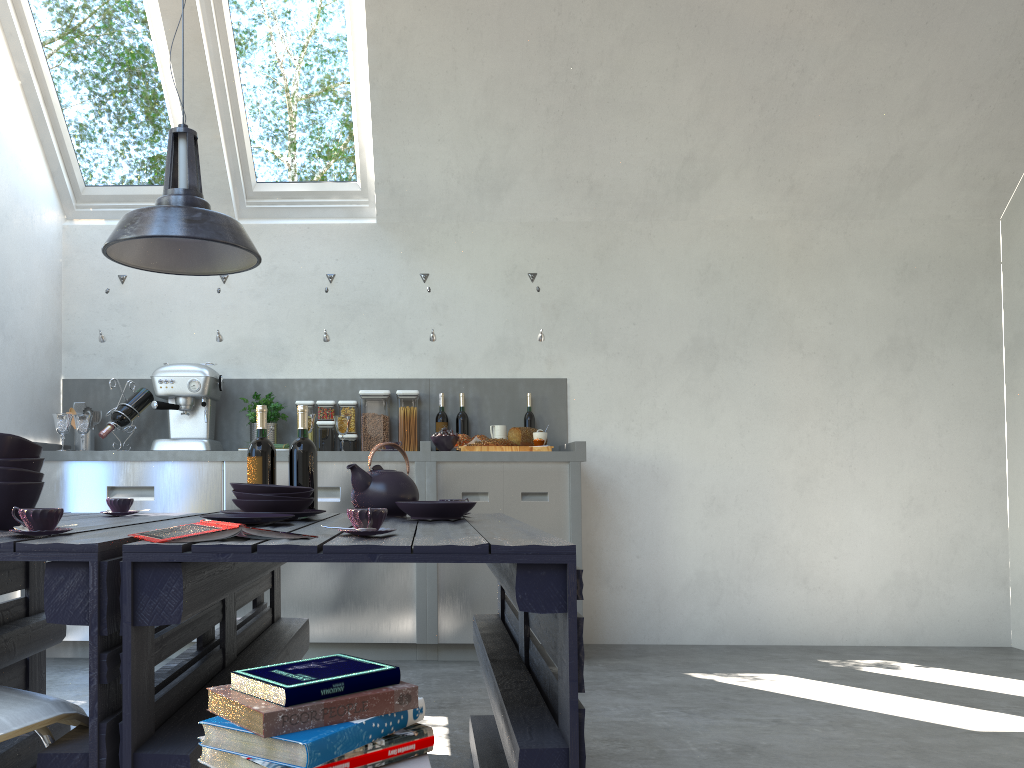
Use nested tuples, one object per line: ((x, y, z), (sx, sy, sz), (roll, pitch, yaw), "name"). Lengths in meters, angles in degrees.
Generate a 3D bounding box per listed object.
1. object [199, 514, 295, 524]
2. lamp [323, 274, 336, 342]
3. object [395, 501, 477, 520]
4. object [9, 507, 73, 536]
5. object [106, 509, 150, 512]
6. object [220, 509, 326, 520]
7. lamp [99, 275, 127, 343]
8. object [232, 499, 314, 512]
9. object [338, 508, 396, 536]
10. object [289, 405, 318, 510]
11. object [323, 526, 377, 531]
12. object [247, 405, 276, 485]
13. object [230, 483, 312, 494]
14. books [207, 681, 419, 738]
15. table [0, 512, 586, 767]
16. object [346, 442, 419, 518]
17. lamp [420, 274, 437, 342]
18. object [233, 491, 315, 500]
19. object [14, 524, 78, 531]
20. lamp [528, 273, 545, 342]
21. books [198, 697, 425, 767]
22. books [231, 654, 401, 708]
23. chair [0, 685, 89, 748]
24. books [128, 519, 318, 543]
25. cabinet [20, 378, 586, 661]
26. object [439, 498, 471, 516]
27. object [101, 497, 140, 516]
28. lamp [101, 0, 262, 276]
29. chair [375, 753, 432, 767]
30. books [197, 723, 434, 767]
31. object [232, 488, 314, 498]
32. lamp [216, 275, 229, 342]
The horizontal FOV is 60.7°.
((-0.659, 0.337, 2.182), (0.237, 0.019, 0.234), (0, -6, 3), "object")
((-1.005, -0.424, 4.773), (0.059, 0.435, 0.335), (0, -3, -5), "lamp")
((-0.213, 0.354, 2.452), (0.244, 0.047, 0.216), (-5, -8, 38), "object")
((-0.922, 0.269, 1.715), (0.113, 0.056, 0.120), (1, -6, -14), "object")
((-1.207, 0.401, 2.751), (0.126, 0.013, 0.029), (3, -6, -23), "object")
((-0.670, 0.367, 2.456), (0.312, 0.024, 0.281), (-3, -7, 29), "object")
((-2.196, -0.423, 4.805), (0.059, 0.435, 0.335), (0, -3, -5), "lamp")
((-0.670, 0.346, 2.454), (0.244, 0.047, 0.216), (-5, -8, 38), "object")
((-0.289, 0.273, 1.744), (0.118, 0.056, 0.115), (-1, -5, 6), "object")
((-0.658, 0.240, 2.756), (0.096, 0.343, 0.086), (-1, -2, 31), "object")
((-0.326, 0.288, 1.728), (0.139, 0.013, 0.026), (-3, -6, 26), "object")
((-0.787, 0.239, 2.751), (0.097, 0.343, 0.086), (-1, -2, 36), "object")
((-0.677, 0.307, 2.456), (0.229, 0.058, 0.231), (0, -6, -2), "object")
((-0.290, 0.457, 1.275), (0.240, 0.032, 0.186), (5, -8, -40), "books")
((-0.749, 0.749, 2.227), (1.603, 0.794, 1.516), (0, -5, -2), "table")
((-0.389, 0.293, 2.674), (0.213, 0.232, 0.219), (0, -4, 0), "object")
((-0.446, -0.425, 4.762), (0.057, 0.434, 0.349), (0, -3, -15), "lamp")
((-0.668, 0.331, 2.455), (0.230, 0.063, 0.228), (0, -6, 3), "object")
((-0.936, 0.290, 1.756), (0.029, 0.013, 0.125), (-4, -7, 33), "object")
((0.133, -0.425, 4.742), (0.059, 0.435, 0.335), (0, -3, -5), "lamp")
((-0.284, 0.490, 1.274), (0.209, 0.033, 0.271), (-3, -7, 28), "books")
((-0.286, 0.429, 1.277), (0.153, 0.025, 0.193), (-6, -9, 44), "books")
((-1.155, 0.652, 1.466), (0.733, 0.816, 0.735), (-2, -4, 28), "chair")
((-0.559, 0.280, 1.686), (0.288, 0.030, 0.236), (4, -8, -34), "books")
((-1.086, 0.675, 4.624), (2.857, 1.474, 0.568), (0, -2, 1), "cabinet")
((-0.184, 0.378, 2.677), (0.114, 0.056, 0.119), (1, -6, -9), "object")
((-1.215, 0.379, 2.711), (0.113, 0.056, 0.120), (1, -6, -14), "object")
((-0.918, -0.894, 2.441), (0.431, 1.093, 0.432), (0, -2, -2), "lamp")
((-0.271, 0.794, 1.250), (0.416, 0.502, 0.445), (0, -4, -7), "chair")
((-0.284, 0.524, 1.274), (0.210, 0.035, 0.268), (-6, -9, 44), "books")
((-0.671, 0.319, 2.459), (0.231, 0.063, 0.228), (0, -6, 3), "object")
((-1.585, -0.424, 4.792), (0.057, 0.434, 0.349), (0, -3, -15), "lamp")
